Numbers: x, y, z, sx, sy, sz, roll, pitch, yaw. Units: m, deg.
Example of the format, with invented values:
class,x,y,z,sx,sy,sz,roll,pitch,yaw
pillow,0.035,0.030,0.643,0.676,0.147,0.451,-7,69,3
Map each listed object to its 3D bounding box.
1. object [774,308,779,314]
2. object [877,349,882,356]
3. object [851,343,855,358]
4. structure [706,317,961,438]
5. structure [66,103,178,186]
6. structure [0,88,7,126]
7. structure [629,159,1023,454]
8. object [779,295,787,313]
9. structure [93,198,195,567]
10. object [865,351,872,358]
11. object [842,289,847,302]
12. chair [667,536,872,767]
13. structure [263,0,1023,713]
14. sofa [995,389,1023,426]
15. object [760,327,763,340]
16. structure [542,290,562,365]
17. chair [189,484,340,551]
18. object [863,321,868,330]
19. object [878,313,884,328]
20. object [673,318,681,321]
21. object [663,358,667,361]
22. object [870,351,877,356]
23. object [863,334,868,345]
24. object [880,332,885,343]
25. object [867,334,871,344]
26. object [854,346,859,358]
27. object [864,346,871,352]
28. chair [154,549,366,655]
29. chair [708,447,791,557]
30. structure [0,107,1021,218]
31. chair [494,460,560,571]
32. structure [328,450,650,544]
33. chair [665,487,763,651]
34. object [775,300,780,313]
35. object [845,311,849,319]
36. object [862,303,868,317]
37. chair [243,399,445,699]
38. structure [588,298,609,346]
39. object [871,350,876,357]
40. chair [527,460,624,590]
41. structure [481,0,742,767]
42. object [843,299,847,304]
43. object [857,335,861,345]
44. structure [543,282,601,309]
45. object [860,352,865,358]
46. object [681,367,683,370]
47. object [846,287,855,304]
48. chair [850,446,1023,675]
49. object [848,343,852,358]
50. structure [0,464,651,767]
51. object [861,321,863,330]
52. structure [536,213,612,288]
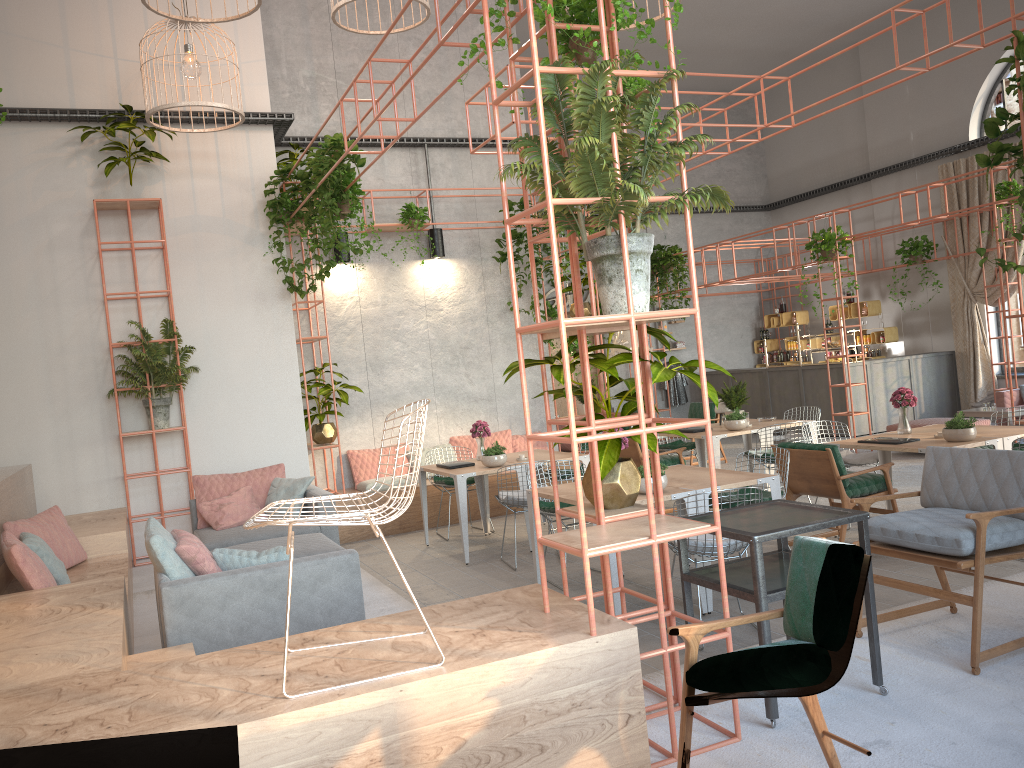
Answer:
class,x,y,z,sx,sy,sz,roll,pitch,yaw
object,5.608,-1.550,18.773,0.088,0.123,0.088,-5,1,33
object,6.879,-0.588,16.619,0.073,0.131,0.073,-7,1,-30
object,6.559,-0.640,17.059,0.065,0.280,0.065,-5,1,20
structure,5.928,-0.195,17.114,2.579,2.022,4.057,-6,1,-23
structure,-3.790,-2.374,8.778,0.934,0.803,0.903,-5,2,38
structure,-3.418,-2.155,5.166,0.670,1.290,1.434,-6,1,-23
structure,6.810,-0.998,12.389,4.157,4.247,14.689,-6,1,-23
object,5.737,-1.696,18.799,0.134,0.386,0.134,-6,1,10
structure,-3.670,-0.031,8.928,0.624,3.596,0.424,-6,1,-23
object,6.667,-0.554,16.607,0.115,0.107,0.115,-5,1,33
object,6.458,-1.695,17.227,0.134,0.301,0.134,-7,1,-35
chair,0.913,0.979,2.572,0.685,0.929,0.722,-6,1,-23
structure,-0.766,-0.748,10.849,4.501,4.345,14.096,-6,1,-25
sofa,7.739,0.405,12.295,1.960,0.672,2.219,-6,1,-23
object,5.430,-1.102,19.313,0.066,0.291,0.066,-5,1,36
structure,0.580,-1.112,17.625,0.921,1.527,0.950,-6,1,10
chair,-2.175,1.312,7.779,1.127,0.672,1.052,-6,1,-23
object,6.620,-1.102,16.608,0.083,0.159,0.083,-5,1,21
object,6.832,-1.177,16.415,0.075,0.273,0.075,-7,1,-35
object,3.456,-1.375,18.719,0.263,0.101,0.013,-6,1,-23
object,3.202,-0.540,18.638,0.093,0.121,0.049,-6,1,-21
object,6.780,-0.567,16.656,0.115,0.107,0.115,-6,1,-17
object,6.619,-0.834,16.600,0.069,0.191,0.069,-6,1,12
object,6.815,-0.856,16.251,0.131,0.207,0.131,-5,1,22
object,6.655,-0.836,16.517,0.069,0.191,0.069,-6,1,-6
object,6.632,-0.652,17.094,0.074,0.287,0.072,-6,1,9
object,6.691,-0.663,16.688,0.115,0.107,0.115,-5,1,33
chair,-1.490,1.252,5.158,1.056,0.586,1.127,-6,1,-23
chair,1.778,0.992,6.742,0.717,0.941,0.565,-6,1,-27
structure,1.830,-3.316,9.987,15.603,0.110,15.203,-6,1,-23
chair,0.155,1.133,8.002,0.565,0.941,0.717,-6,1,-7
structure,-1.316,1.400,13.317,4.386,0.500,5.831,-6,1,-23
chair,1.239,1.074,5.492,0.565,0.941,0.717,-6,1,-7
object,5.698,-1.654,18.990,0.134,0.301,0.134,-7,1,-35
object,6.445,-1.326,16.998,0.123,0.142,0.141,-6,1,-23
object,6.647,-1.399,16.673,0.137,0.261,0.137,-6,1,13
chair,-0.609,0.560,3.263,0.717,0.941,0.565,-6,1,-15
structure,1.770,-1.226,18.188,0.950,1.527,0.921,-6,1,-25
object,6.751,-0.573,16.557,0.073,0.131,0.073,-7,1,-31
chair,0.496,1.115,7.193,0.565,0.941,0.717,-6,1,-22
structure,0.486,-0.343,3.465,0.748,3.623,0.722,-6,1,-23
object,6.369,-1.592,17.011,0.088,0.123,0.088,-5,1,33
object,6.554,-0.831,16.750,0.069,0.191,0.069,-6,1,-11
structure,1.188,-1.794,17.845,1.312,0.505,0.063,-6,1,-23
object,6.616,-0.551,16.726,0.115,0.107,0.115,-6,1,-26
object,3.606,-0.330,18.815,0.033,0.146,0.070,-5,1,38
object,6.497,-1.737,17.036,0.134,0.386,0.134,-7,1,-35
chair,2.183,0.811,4.393,0.685,0.929,0.722,-6,1,-23
object,6.478,-0.636,17.018,0.066,0.291,0.066,-7,2,-39
structure,-2.067,1.144,4.965,3.396,1.111,9.152,-6,1,-23
object,6.584,-1.100,16.692,0.083,0.159,0.083,-5,1,21
structure,1.149,-2.630,17.732,1.939,1.514,0.856,-7,1,-29
